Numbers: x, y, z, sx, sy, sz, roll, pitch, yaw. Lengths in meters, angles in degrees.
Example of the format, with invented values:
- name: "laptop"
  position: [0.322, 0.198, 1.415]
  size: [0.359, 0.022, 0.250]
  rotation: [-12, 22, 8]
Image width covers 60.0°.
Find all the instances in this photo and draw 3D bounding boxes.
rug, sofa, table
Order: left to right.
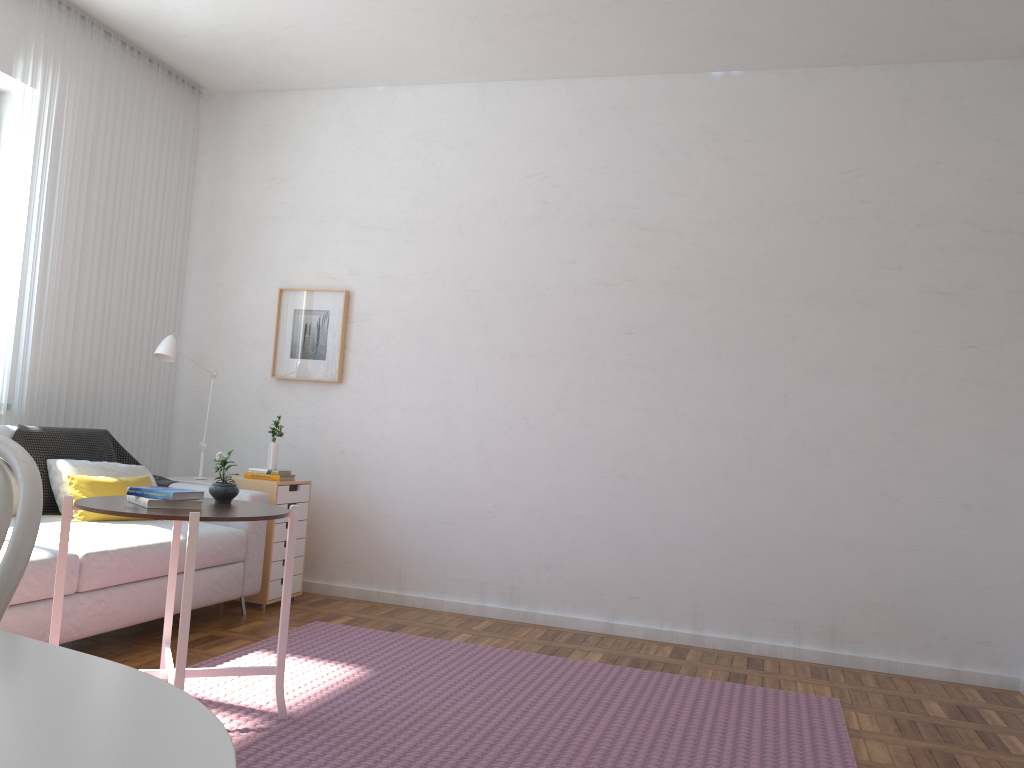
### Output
- name: "table"
  position: [-1.302, 0.502, 0.525]
  size: [2.288, 0.769, 0.932]
  rotation: [3, -3, 17]
- name: "sofa"
  position: [-2.009, 0.585, 3.330]
  size: [1.003, 0.842, 2.465]
  rotation: [3, -3, 17]
- name: "table"
  position: [-1.023, 0.700, 2.704]
  size: [0.617, 0.687, 0.618]
  rotation: [4, -3, 15]
- name: "rug"
  position: [-0.157, 1.111, 2.748]
  size: [2.365, 0.008, 2.460]
  rotation: [3, -4, 17]

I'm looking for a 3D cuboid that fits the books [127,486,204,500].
- name: "books"
  position: [-1.035, 0.327, 2.656]
  size: [0.174, 0.024, 0.136]
  rotation: [3, -4, 22]

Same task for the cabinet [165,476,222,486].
- name: "cabinet"
  position: [-1.685, 0.823, 4.828]
  size: [0.400, 0.600, 0.400]
  rotation: [4, -3, 17]

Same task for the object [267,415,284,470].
- name: "object"
  position: [-1.246, 0.306, 4.669]
  size: [0.085, 0.287, 0.082]
  rotation: [3, -3, 23]

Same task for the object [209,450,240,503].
- name: "object"
  position: [-0.934, 0.299, 2.886]
  size: [0.096, 0.174, 0.109]
  rotation: [5, -3, -4]

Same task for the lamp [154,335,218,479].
- name: "lamp"
  position: [-1.294, 0.347, 2.665]
  size: [0.332, 1.345, 4.594]
  rotation: [5, -3, -14]

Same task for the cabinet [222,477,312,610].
- name: "cabinet"
  position: [-1.301, 0.821, 4.660]
  size: [0.301, 0.642, 0.349]
  rotation: [4, -3, 17]

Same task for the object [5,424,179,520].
- name: "object"
  position: [-1.974, 0.539, 4.235]
  size: [0.677, 0.647, 0.979]
  rotation: [5, -3, -13]

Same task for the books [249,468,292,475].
- name: "books"
  position: [-1.272, 0.460, 4.667]
  size: [0.175, 0.024, 0.136]
  rotation: [3, -4, 17]

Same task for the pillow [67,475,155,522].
- name: "pillow"
  position: [-1.752, 0.500, 3.911]
  size: [0.210, 0.194, 0.402]
  rotation: [2, -4, 34]

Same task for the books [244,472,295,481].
- name: "books"
  position: [-1.274, 0.487, 4.673]
  size: [0.210, 0.028, 0.164]
  rotation: [3, -4, 17]

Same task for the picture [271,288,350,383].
- name: "picture"
  position: [-1.160, -0.283, 5.091]
  size: [0.431, 0.524, 0.050]
  rotation: [4, -3, 17]

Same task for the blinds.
- name: "blinds"
  position: [-2.161, -0.381, 4.620]
  size: [0.055, 2.884, 1.294]
  rotation: [4, -3, 17]

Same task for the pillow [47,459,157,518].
- name: "pillow"
  position: [-1.854, 0.487, 4.096]
  size: [0.301, 0.259, 0.533]
  rotation: [3, -4, 30]

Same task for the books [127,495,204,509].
- name: "books"
  position: [-1.048, 0.352, 2.676]
  size: [0.162, 0.026, 0.209]
  rotation: [7, -4, -38]
